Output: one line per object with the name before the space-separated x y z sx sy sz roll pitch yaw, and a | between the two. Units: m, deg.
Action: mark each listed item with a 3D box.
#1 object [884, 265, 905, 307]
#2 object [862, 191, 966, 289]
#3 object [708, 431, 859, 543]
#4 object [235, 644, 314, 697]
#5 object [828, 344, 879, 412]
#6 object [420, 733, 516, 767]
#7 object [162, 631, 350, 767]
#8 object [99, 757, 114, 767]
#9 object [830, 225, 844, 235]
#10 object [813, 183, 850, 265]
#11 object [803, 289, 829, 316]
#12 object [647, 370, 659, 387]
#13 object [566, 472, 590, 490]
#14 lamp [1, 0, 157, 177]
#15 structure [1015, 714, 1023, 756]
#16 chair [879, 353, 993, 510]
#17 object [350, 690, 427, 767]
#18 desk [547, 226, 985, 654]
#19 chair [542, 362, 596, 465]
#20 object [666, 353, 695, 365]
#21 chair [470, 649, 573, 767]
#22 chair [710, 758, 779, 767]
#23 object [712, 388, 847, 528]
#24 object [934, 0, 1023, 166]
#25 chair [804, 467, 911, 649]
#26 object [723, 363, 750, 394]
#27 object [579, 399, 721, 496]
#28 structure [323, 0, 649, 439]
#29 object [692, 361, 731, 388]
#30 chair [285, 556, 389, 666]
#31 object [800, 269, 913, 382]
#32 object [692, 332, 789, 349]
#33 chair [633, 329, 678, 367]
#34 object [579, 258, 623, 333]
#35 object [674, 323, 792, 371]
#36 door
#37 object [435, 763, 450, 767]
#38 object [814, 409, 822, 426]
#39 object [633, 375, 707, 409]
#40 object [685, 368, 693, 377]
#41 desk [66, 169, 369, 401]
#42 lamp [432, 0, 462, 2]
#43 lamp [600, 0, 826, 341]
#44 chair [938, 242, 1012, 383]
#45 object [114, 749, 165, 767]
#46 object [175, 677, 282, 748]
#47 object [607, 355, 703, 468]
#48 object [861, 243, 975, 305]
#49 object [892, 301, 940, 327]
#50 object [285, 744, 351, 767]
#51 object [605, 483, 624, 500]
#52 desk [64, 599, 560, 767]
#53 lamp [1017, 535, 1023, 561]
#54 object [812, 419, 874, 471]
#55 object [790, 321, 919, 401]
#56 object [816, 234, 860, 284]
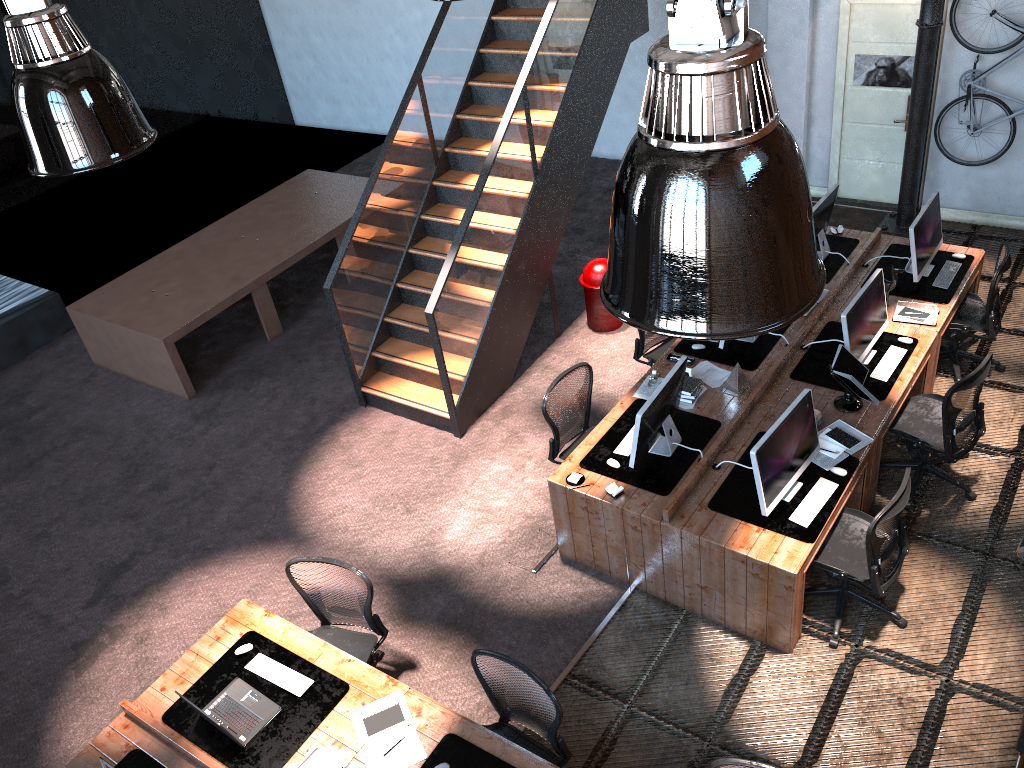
object | 2.965 -0.791 7.028 0.229 0.351 0.135 14 42 30
object | 3.408 -1.153 7.245 0.799 0.576 0.648 -12 35 -3
object | 1.737 0.632 5.654 0.687 0.008 0.848 17 43 33
object | -1.368 1.620 5.033 0.577 0.040 0.139 16 43 32
object | 2.321 -0.012 6.072 0.304 0.380 0.417 -3 36 11
object | -0.168 2.072 4.134 0.848 0.008 0.687 15 43 31
object | -1.413 1.755 4.886 0.848 0.008 0.687 15 43 31
object | -1.946 2.086 4.265 0.380 0.288 0.320 16 43 32
object | 2.980 -1.415 8.137 0.106 0.063 0.082 -4 36 9
object | 2.624 -1.366 7.741 0.586 0.581 0.692 -11 35 -1
object | 2.391 -0.709 7.330 0.304 0.017 0.467 22 46 37
object | 1.069 -0.050 6.720 0.054 0.064 0.159 7 39 23
object | 0.429 0.639 5.956 0.158 0.026 0.154 -12 35 -2
lamp | -1.654 -1.778 2.460 0.445 2.372 0.445 -12 35 -2
structure | 2.849 1.416 4.708 0.073 0.628 1.064 16 43 32
chair | 2.934 0.257 6.238 0.792 1.085 0.770 15 42 31
object | -0.648 1.816 4.595 0.304 0.017 0.467 -20 37 -14
desk | 2.179 0.017 6.973 1.748 0.840 4.117 17 44 33
chair | 0.637 0.426 6.582 0.792 1.085 0.770 8 39 23
object | 1.311 -0.195 6.890 0.215 0.031 0.089 16 43 32
chair | -0.023 1.975 4.596 0.770 1.085 0.792 8 39 23
chair | 1.136 2.240 3.937 0.770 1.085 0.792 1 37 15
object | 1.688 0.463 5.434 0.811 0.578 0.663 -7 35 5
object | 4.625 -2.876 8.291 1.022 1.846 0.655 -1 36 13
chair | 2.063 0.986 5.444 0.792 1.085 0.770 8 39 23
object | 1.612 -0.094 6.423 0.165 0.320 0.178 24 47 38
object | 0.964 0.416 6.149 0.687 0.008 0.848 17 43 33
structure | 0.566 -2.538 8.778 10.620 4.603 5.793 16 43 32
object | 1.494 -0.075 6.701 0.246 0.002 0.315 -32 41 -28
chair | -1.065 1.618 5.354 0.770 1.085 0.792 -5 36 7
object | 2.595 -0.409 6.416 0.772 0.578 0.642 -12 35 -3
object | 1.730 -0.602 6.900 0.735 0.576 0.654 -11 35 -2
chair | 1.396 -0.320 7.427 0.792 1.085 0.770 15 42 31
object | 0.883 -0.888 8.652 0.414 0.707 0.414 -13 35 -3
object | 1.783 -0.405 7.084 0.687 0.008 0.848 17 43 33
door | 3.943 -2.965 9.436 1.013 2.268 0.064 16 43 32
object | -0.155 1.975 4.235 0.577 0.040 0.139 15 43 31
object | 1.993 0.264 6.028 0.253 0.146 0.128 -33 41 -29
object | 1.172 0.015 6.574 0.478 0.098 0.319 14 42 30
object | 1.319 -0.082 6.673 0.076 0.102 0.034 16 43 32
desk | -2.926 -1.306 10.172 1.650 0.750 3.630 16 43 32
lamp | -0.399 -3.010 3.944 0.445 2.372 0.445 -27 39 -22
lamp | 0.234 -1.164 1.132 0.445 2.372 0.445 14 42 30
chair | 3.668 -0.597 7.240 0.792 1.085 0.770 1 37 15
object | -1.865 2.235 4.334 0.848 0.008 0.687 15 43 31
object | -1.513 1.695 4.748 0.390 0.283 0.323 18 44 33
object | 1.017 0.224 5.930 0.610 0.573 0.714 15 42 31
object | 3.394 -0.934 7.412 0.687 0.008 0.848 17 43 33
object | 3.144 -0.548 6.896 0.316 0.060 0.229 10 40 27
object | -1.004 1.956 4.454 0.363 0.065 0.325 -32 41 -28
object | 0.671 0.689 5.795 0.082 0.063 0.106 -31 40 -26
desk | -0.423 2.548 4.112 4.117 0.840 1.748 16 43 32
lamp | 1.443 0.358 2.207 0.283 0.287 0.328 15 43 31
object | 2.121 0.394 5.865 0.467 0.017 0.304 -27 38 -22
object | 2.547 -0.191 6.593 0.687 0.008 0.848 17 43 33
object | 2.622 -1.151 7.908 0.687 0.008 0.848 17 43 33
